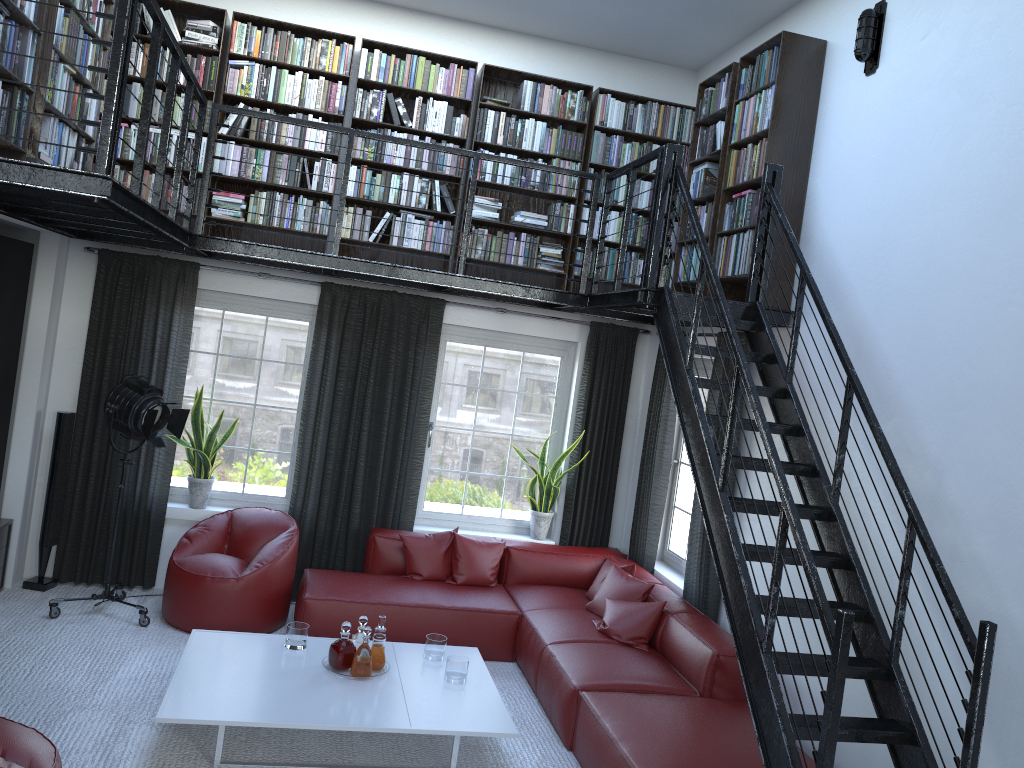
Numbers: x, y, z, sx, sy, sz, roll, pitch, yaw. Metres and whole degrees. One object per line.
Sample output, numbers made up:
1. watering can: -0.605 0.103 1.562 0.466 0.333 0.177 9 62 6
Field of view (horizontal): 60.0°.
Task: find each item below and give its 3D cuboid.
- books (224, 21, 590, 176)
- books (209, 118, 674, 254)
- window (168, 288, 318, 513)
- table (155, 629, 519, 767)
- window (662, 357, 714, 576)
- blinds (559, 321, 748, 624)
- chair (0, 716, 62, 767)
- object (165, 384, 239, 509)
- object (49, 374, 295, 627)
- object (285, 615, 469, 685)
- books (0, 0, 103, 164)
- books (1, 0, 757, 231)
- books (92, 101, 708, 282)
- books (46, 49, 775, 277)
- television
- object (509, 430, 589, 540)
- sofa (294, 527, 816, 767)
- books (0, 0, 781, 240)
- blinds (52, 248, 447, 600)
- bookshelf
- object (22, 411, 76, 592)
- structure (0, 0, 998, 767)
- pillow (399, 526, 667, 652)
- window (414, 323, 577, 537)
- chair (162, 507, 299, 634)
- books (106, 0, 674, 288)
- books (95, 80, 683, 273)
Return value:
1. books: -0.750 -2.000 6.583 2.634 0.827 0.213 7 0 -12
2. books: -0.445 -1.521 6.666 3.388 1.122 0.241 7 0 -12
3. window: -2.090 0.127 6.654 1.166 1.604 0.133 8 0 -12
4. table: -0.912 1.663 4.665 1.663 0.243 1.168 7 2 -12
5. window: 1.394 0.622 6.339 0.133 1.604 1.169 8 1 -12
6. blinds: 1.096 0.778 6.421 0.526 2.379 1.754 8 1 -30
7. chair: -1.998 1.343 3.048 0.828 0.711 0.833 7 1 -33
8. object: -2.333 0.435 6.349 0.553 0.939 0.526 8 0 -2
9. object: -1.581 0.834 6.315 2.899 1.578 0.755 7 1 -28
10. object: -0.742 1.409 4.890 1.008 0.294 0.513 8 2 -9
11. books: -2.419 -1.864 4.374 0.314 1.422 2.210 8 1 -12
12. books: -0.491 -1.482 5.135 4.330 1.139 1.601 7 1 -13
13. books: -0.696 -1.690 6.095 4.431 1.428 1.287 8 1 -11
14. books: -0.496 -1.626 5.371 4.379 1.404 1.172 7 1 -12
15. television: -2.969 0.289 4.329 0.116 2.425 3.359 8 1 -12
16. object: 0.253 0.772 6.889 0.552 0.939 0.527 8 1 -24
17. sofa: 0.001 1.574 5.266 2.539 0.655 3.286 7 2 -13
18. books: -0.400 -1.592 4.841 4.372 1.408 2.209 7 2 -13
19. blinds: -1.869 0.368 6.490 2.505 2.384 0.125 8 0 -12
20. bookshelf: -0.500 -1.551 5.238 4.470 1.615 3.094 7 2 -12
21. object: -3.177 0.800 6.120 0.157 1.220 0.157 8 0 3
22. structure: -0.574 0.147 4.490 4.483 3.352 4.624 8 1 -12
23. pillow: 0.247 1.332 6.260 1.962 0.401 0.981 9 2 30
24. window: -0.147 0.380 7.078 1.166 1.604 0.133 8 0 -12
25. chair: -1.894 1.244 6.013 0.833 0.711 0.828 9 2 39
26. books: -0.785 -1.705 6.571 4.437 1.396 0.242 7 0 -12
27. books: -0.783 -1.716 6.575 4.431 1.411 0.227 7 0 -12
